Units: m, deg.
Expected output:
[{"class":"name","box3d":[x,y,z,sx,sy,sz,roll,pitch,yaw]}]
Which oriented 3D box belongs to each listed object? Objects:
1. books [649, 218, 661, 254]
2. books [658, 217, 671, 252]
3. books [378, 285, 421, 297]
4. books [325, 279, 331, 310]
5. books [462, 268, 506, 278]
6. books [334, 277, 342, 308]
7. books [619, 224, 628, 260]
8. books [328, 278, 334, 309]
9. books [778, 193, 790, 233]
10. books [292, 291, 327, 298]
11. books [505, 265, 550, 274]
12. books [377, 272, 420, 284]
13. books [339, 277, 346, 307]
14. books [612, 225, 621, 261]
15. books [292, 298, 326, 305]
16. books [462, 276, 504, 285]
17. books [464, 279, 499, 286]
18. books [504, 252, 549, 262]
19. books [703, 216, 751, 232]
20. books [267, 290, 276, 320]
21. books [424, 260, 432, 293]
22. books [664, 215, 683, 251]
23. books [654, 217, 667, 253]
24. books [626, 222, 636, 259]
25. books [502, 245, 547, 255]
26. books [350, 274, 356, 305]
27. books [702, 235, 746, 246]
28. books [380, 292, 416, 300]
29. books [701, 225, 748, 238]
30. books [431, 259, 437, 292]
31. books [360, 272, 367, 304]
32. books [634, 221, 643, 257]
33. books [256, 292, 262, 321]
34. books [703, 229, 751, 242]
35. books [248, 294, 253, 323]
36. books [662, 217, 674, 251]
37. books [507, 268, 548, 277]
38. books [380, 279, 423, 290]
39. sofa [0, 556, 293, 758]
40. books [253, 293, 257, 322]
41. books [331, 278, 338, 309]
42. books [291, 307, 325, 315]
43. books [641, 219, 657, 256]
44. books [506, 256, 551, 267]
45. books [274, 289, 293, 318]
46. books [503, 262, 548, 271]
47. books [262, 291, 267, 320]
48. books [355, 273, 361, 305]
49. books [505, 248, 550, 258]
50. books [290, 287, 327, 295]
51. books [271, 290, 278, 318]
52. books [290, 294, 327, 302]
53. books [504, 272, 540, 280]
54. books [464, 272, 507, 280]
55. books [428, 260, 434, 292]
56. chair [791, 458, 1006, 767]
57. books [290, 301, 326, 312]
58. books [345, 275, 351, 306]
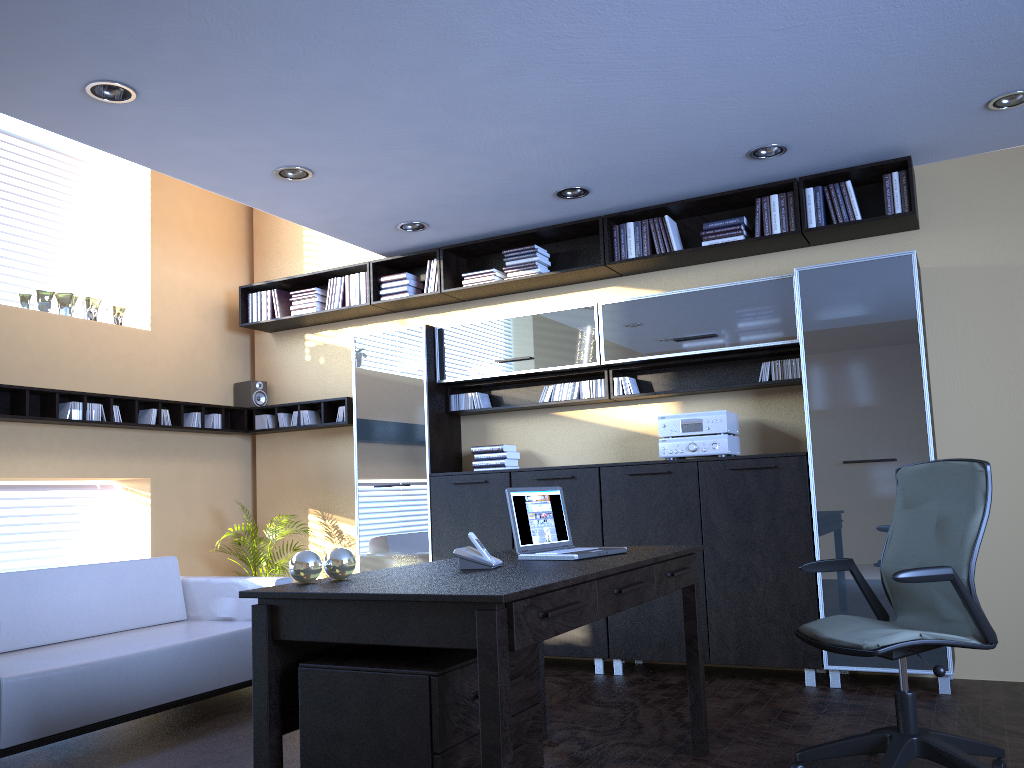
[{"class":"books","box3d":[0.979,-0.949,5.874,0.075,0.259,0.208,-5,-7,28]},{"class":"books","box3d":[1.034,-0.953,5.840,0.072,0.257,0.208,-5,-7,28]},{"class":"books","box3d":[-0.860,-0.699,6.805,0.258,0.050,0.208,-6,-8,27]},{"class":"books","box3d":[-1.409,-0.693,7.099,0.075,0.259,0.208,-5,-7,27]},{"class":"books","box3d":[-0.203,-0.793,6.480,0.258,0.028,0.208,-6,-8,26]},{"class":"books","box3d":[-1.327,-0.702,7.050,0.075,0.259,0.208,-5,-7,27]},{"class":"books","box3d":[0.785,-0.927,5.977,0.050,0.258,0.208,-5,-7,27]},{"class":"books","box3d":[-1.384,-0.696,7.079,0.075,0.259,0.208,-5,-7,27]},{"class":"books","box3d":[1.702,-1.027,5.492,0.050,0.258,0.208,-5,-7,27]},{"class":"books","box3d":[-1.621,-0.712,7.219,0.258,0.028,0.208,-6,-8,26]},{"class":"books","box3d":[0.110,-0.799,6.317,0.258,0.028,0.208,-6,-8,27]},{"class":"books","box3d":[-0.869,-0.799,6.824,0.258,0.050,0.208,-6,-8,27]},{"class":"books","box3d":[-1.292,-0.704,7.049,0.075,0.259,0.208,-5,-7,27]},{"class":"books","box3d":[0.739,-0.922,6.001,0.050,0.258,0.208,-5,-7,27]},{"class":"books","box3d":[-1.618,-0.656,7.218,0.259,0.028,0.208,-6,-8,27]},{"class":"books","box3d":[-0.198,-0.739,6.459,0.259,0.028,0.208,-6,-8,28]},{"class":"books","box3d":[-0.188,-0.712,6.449,0.259,0.028,0.208,-6,-8,28]},{"class":"books","box3d":[0.102,-0.885,6.322,0.258,0.028,0.208,-6,-8,26]},{"class":"books","box3d":[1.375,-1.002,5.661,0.259,0.050,0.208,-6,-8,27]},{"class":"books","box3d":[-1.955,-0.634,7.379,0.050,0.258,0.208,-5,-7,27]},{"class":"books","box3d":[-0.586,-0.781,6.678,0.075,0.259,0.208,-5,-7,27]},{"class":"books","box3d":[1.069,-0.960,5.812,0.072,0.257,0.208,-5,-7,27]},{"class":"books","box3d":[1.007,-0.952,5.859,0.075,0.259,0.208,-5,-7,27]},{"class":"books","box3d":[0.829,-0.933,5.948,0.050,0.258,0.208,-5,-7,27]},{"class":"books","box3d":[0.092,-0.940,6.332,0.259,0.028,0.208,-6,-8,27]},{"class":"books","box3d":[-1.193,-0.716,6.988,0.050,0.258,0.208,-5,-7,27]},{"class":"books","box3d":[1.370,-0.885,5.672,0.258,0.050,0.208,-6,-8,26]},{"class":"books","box3d":[-0.846,-0.649,6.799,0.258,0.050,0.208,-6,-8,27]},{"class":"books","box3d":[1.362,-0.959,5.673,0.258,0.031,0.208,-6,-8,26]},{"class":"books","box3d":[-0.534,-0.788,6.641,0.075,0.259,0.208,-5,-7,26]},{"class":"books","box3d":[-1.105,-0.726,6.934,0.050,0.258,0.208,-5,-7,27]},{"class":"books","box3d":[0.878,-0.937,5.931,0.050,0.258,0.208,-5,-7,27]},{"class":"books","box3d":[-2.051,-0.625,7.419,0.050,0.258,0.208,-5,-7,26]},{"class":"books","box3d":[1.374,-0.929,5.665,0.259,0.031,0.208,-6,-8,27]},{"class":"books","box3d":[-2.140,-0.614,7.473,0.050,0.258,0.208,-5,-7,27]},{"class":"books","box3d":[1.060,-0.956,5.845,0.072,0.257,0.208,-5,-7,27]},{"class":"books","box3d":[0.130,-0.772,6.307,0.259,0.028,0.208,-6,-8,28]},{"class":"books","box3d":[-0.846,-0.750,6.813,0.259,0.050,0.208,-6,-8,27]},{"class":"sofa","box3d":[-2.277,1.426,4.834,1.015,0.846,2.060,-6,-8,27]},{"class":"books","box3d":[-2.092,-0.619,7.452,0.050,0.258,0.208,-5,-7,26]},{"class":"books","box3d":[-1.356,-0.699,7.064,0.075,0.259,0.208,-5,-7,27]},{"class":"books","box3d":[-1.624,-0.566,7.197,0.259,0.050,0.208,-6,-8,28]},{"class":"books","box3d":[0.923,-0.942,5.905,0.050,0.258,0.208,-5,-7,27]},{"class":"books","box3d":[0.118,-0.856,6.324,0.259,0.028,0.208,-6,-8,27]},{"class":"books","box3d":[-1.872,-0.643,7.334,0.075,0.259,0.208,-5,-7,26]},{"class":"books","box3d":[0.096,-0.824,6.342,0.258,0.028,0.208,-6,-8,26]},{"class":"books","box3d":[-2.001,-0.629,7.402,0.050,0.258,0.208,-5,-7,27]},{"class":"books","box3d":[-1.151,-0.722,6.957,0.050,0.258,0.208,-5,-7,28]},{"class":"books","box3d":[0.110,-0.914,6.317,0.258,0.028,0.208,-6,-8,26]},{"class":"books","box3d":[-1.641,-0.739,7.231,0.259,0.028,0.208,-6,-8,27]},{"class":"books","box3d":[-1.898,-0.640,7.353,0.075,0.259,0.208,-5,-7,26]},{"class":"books","box3d":[-1.637,-0.685,7.208,0.259,0.028,0.208,-6,-8,27]},{"class":"books","box3d":[0.107,-0.743,6.306,0.258,0.028,0.208,-6,-8,27]},{"class":"books","box3d":[-0.185,-0.768,6.462,0.258,0.028,0.208,-6,-8,27]},{"class":"books","box3d":[-0.556,-0.783,6.668,0.075,0.259,0.208,-5,-7,26]},{"class":"chair","box3d":[1.508,0.900,3.382,0.768,1.212,0.834,-1,-7,-16]},{"class":"books","box3d":[-1.633,-0.615,7.211,0.258,0.050,0.208,-6,-8,26]},{"class":"books","box3d":[-1.239,-0.711,7.012,0.050,0.258,0.208,-5,-7,28]}]
